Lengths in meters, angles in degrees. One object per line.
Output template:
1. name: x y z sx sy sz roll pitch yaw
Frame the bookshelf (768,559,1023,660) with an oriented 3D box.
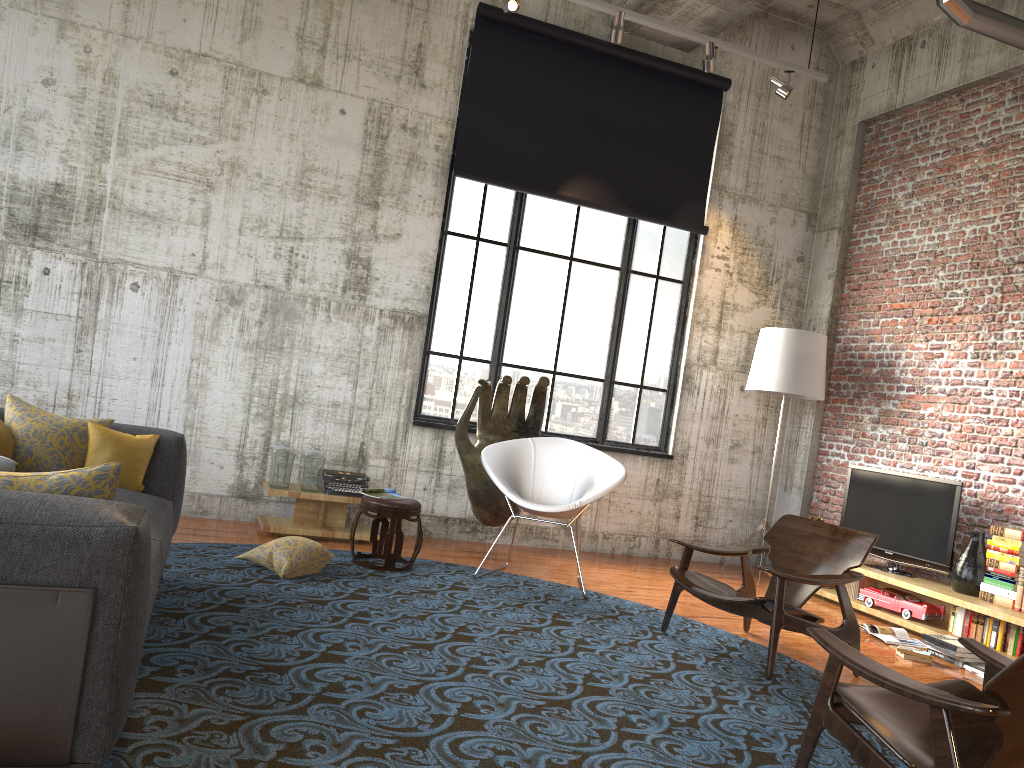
1. bookshelf: 3.229 1.683 6.276 0.549 0.359 3.839 9 -1 -20

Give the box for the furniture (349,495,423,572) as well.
1. furniture: -0.863 1.016 6.130 0.431 0.477 0.432 8 0 25

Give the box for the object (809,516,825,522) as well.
1. object: 2.683 1.281 7.850 0.217 0.208 0.214 9 -1 -31

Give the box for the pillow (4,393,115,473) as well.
1. pillow: -2.234 0.297 4.242 0.537 0.446 0.260 8 0 -13

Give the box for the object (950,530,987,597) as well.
1. object: 3.332 1.290 6.398 0.267 0.456 0.268 8 0 11

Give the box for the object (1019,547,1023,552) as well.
1. object: 3.445 1.116 6.099 0.178 0.031 0.248 9 -1 -20

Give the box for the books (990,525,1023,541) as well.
1. books: 3.476 1.033 6.100 0.198 0.066 0.259 9 -1 -20

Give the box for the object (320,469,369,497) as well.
1. object: -1.294 0.777 6.910 0.424 0.153 0.381 9 -1 -20

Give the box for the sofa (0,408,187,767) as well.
1. sofa: -1.994 0.600 3.276 1.364 0.861 3.000 9 -1 -18

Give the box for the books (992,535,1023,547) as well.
1. books: 3.463 1.083 6.095 0.168 0.037 0.231 9 -1 -20

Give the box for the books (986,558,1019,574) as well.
1. books: 3.431 1.256 6.100 0.171 0.057 0.246 9 -1 -20

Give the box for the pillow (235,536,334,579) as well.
1. pillow: -1.377 1.074 5.538 0.480 0.247 0.505 8 -1 36

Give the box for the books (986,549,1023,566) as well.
1. books: 3.441 1.198 6.099 0.180 0.060 0.259 9 -1 -20

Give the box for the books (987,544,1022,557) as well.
1. books: 3.444 1.151 6.100 0.183 0.034 0.253 9 -1 -20

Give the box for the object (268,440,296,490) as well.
1. object: -1.728 0.606 6.654 0.163 0.361 0.163 8 0 -22

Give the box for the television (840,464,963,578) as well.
1. television: 3.061 1.096 7.041 0.286 0.793 1.087 8 0 -33

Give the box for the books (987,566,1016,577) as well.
1. books: 3.420 1.295 6.098 0.161 0.026 0.223 9 -1 -20

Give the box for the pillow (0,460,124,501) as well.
1. pillow: -1.316 0.388 2.428 0.537 0.446 0.260 8 0 -13

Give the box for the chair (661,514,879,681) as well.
1. chair: 1.490 1.179 5.157 1.045 0.793 0.873 9 -1 -30

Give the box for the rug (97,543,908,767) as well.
1. rug: -0.538 1.259 4.132 4.837 0.009 4.856 8 -1 26

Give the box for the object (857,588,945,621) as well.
1. object: 2.942 1.659 6.709 0.244 0.174 0.599 9 -1 -28

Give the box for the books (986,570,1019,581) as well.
1. books: 3.419 1.322 6.100 0.161 0.027 0.223 9 -1 -20

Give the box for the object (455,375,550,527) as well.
1. object: -0.128 0.539 7.241 0.728 1.296 0.455 8 0 -8

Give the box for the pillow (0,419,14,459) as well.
1. pillow: -2.411 0.285 4.052 0.229 0.371 0.404 8 0 -11

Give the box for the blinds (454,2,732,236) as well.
1. blinds: 0.759 -2.275 7.800 2.447 1.464 0.150 9 0 -20

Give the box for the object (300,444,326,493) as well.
1. object: -1.513 0.639 6.734 0.163 0.361 0.163 8 0 -17

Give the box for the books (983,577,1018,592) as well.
1. books: 3.416 1.383 6.108 0.175 0.045 0.240 9 -1 -20

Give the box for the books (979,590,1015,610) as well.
1. books: 3.409 1.491 6.104 0.198 0.066 0.284 9 -1 -20

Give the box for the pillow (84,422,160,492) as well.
1. pillow: -1.921 0.363 4.327 0.168 0.319 0.435 8 0 45

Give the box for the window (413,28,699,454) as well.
1. window: 0.541 -1.166 7.976 2.583 3.436 0.050 8 0 -20

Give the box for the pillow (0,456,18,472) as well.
1. pillow: -1.559 0.338 2.468 0.365 0.315 0.170 9 0 -30

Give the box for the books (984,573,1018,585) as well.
1. books: 3.415 1.347 6.099 0.160 0.026 0.250 9 -1 -20

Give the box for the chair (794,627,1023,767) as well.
1. chair: 1.566 1.138 2.939 0.876 0.793 1.042 9 -1 -19

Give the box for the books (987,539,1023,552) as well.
1. books: 3.445 1.116 6.098 0.183 0.034 0.253 9 -1 -20

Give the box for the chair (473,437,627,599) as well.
1. chair: 0.243 0.902 6.365 1.056 1.030 0.807 8 0 19

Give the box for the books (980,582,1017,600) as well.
1. books: 3.410 1.431 6.098 0.176 0.053 0.290 9 -1 -20

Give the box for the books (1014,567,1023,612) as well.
1. books: 3.457 1.378 5.923 0.176 0.291 0.044 8 0 -20
